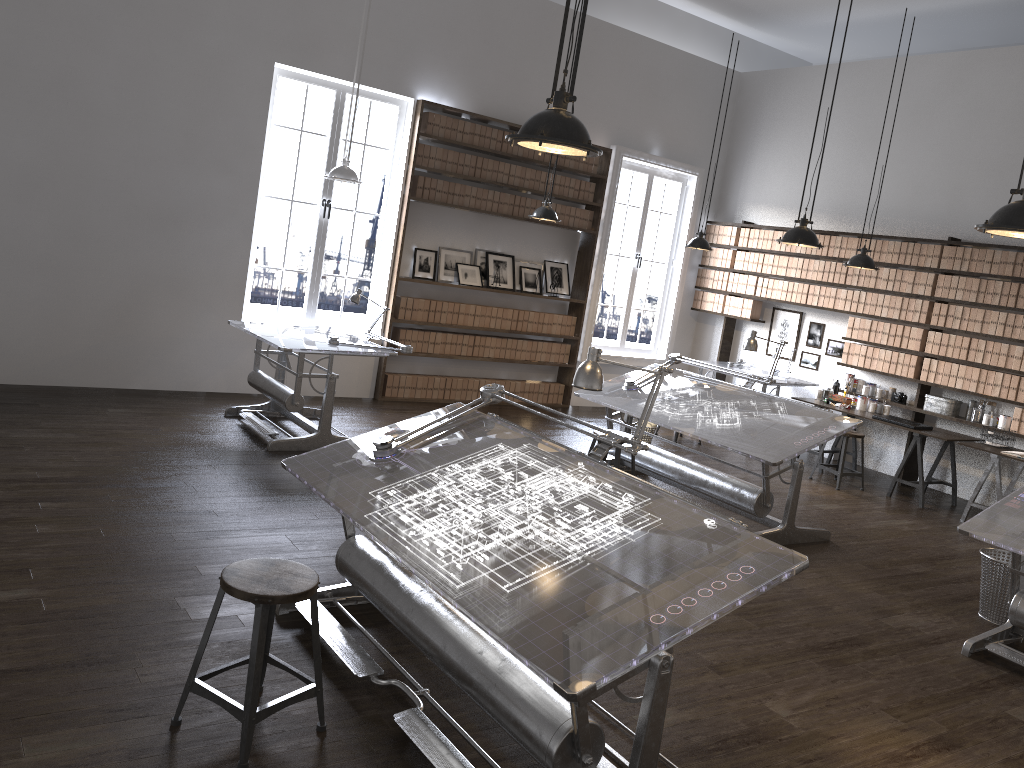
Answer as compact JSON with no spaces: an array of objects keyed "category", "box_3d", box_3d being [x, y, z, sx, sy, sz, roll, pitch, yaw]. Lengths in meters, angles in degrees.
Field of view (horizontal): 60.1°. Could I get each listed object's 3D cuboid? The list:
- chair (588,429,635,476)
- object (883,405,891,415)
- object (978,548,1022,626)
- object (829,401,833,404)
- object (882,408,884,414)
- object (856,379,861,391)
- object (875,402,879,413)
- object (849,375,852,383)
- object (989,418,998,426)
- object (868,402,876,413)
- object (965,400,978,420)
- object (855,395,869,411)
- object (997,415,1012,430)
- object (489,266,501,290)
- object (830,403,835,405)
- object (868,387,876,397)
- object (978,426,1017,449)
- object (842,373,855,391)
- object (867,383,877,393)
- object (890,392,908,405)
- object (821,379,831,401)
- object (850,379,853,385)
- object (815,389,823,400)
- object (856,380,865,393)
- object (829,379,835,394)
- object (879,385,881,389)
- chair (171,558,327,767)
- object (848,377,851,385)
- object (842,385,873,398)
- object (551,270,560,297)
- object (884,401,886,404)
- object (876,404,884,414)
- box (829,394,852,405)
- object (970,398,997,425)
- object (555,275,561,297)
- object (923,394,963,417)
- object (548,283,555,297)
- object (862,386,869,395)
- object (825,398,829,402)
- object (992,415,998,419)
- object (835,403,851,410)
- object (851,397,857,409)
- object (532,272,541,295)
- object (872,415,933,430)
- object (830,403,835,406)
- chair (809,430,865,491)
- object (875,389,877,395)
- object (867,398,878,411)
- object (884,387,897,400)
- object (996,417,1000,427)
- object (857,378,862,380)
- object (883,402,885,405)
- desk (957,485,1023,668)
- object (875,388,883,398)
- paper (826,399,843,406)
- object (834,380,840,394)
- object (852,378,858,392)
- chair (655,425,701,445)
[{"category":"chair","box_3d":[0.692,0.615,6.310,0.360,0.525,0.372,13,8,32]},{"category":"object","box_3d":[3.727,0.261,8.809,0.062,0.094,0.062,11,7,13]},{"category":"object","box_3d":[2.892,1.202,5.181,0.352,0.376,0.355,7,7,-14]},{"category":"object","box_3d":[3.248,0.200,8.967,0.011,0.017,0.172,9,8,-4]},{"category":"object","box_3d":[3.704,0.255,8.894,0.053,0.080,0.055,5,8,-35]},{"category":"object","box_3d":[3.670,0.017,9.344,0.072,0.128,0.071,10,6,11]},{"category":"object","box_3d":[3.647,0.238,8.874,0.044,0.100,0.045,5,7,-36]},{"category":"object","box_3d":[3.450,0.023,9.074,0.021,0.227,0.007,7,6,-24]},{"category":"object","box_3d":[4.449,0.353,8.103,0.180,0.093,0.062,6,7,-22]},{"category":"object","box_3d":[3.596,0.235,8.839,0.062,0.094,0.062,10,6,4]},{"category":"object","box_3d":[4.350,0.249,8.391,0.079,0.187,0.079,13,7,33]},{"category":"object","box_3d":[3.526,0.194,8.919,0.104,0.141,0.105,3,9,-43]},{"category":"object","box_3d":[4.460,0.350,8.021,0.094,0.127,0.095,6,7,-29]},{"category":"object","box_3d":[-0.181,-1.142,9.493,0.174,0.259,0.040,5,7,-35]},{"category":"object","box_3d":[3.246,0.203,8.960,0.006,0.006,0.156,14,10,33]},{"category":"object","box_3d":[3.699,0.083,9.091,0.063,0.093,0.063,14,8,40]},{"category":"object","box_3d":[4.274,0.470,7.790,0.283,0.160,0.205,4,9,-35]},{"category":"object","box_3d":[3.534,-0.017,9.306,0.107,0.176,0.107,5,8,-34]},{"category":"object","box_3d":[3.734,0.057,9.212,0.094,0.127,0.095,8,7,-5]},{"category":"object","box_3d":[3.866,0.134,8.867,0.091,0.108,0.172,4,9,-35]},{"category":"object","box_3d":[3.259,0.064,9.176,0.068,0.228,0.069,5,7,-38]},{"category":"object","box_3d":[3.445,0.038,9.063,0.006,0.192,0.056,5,7,-36]},{"category":"object","box_3d":[3.199,0.109,9.231,0.068,0.104,0.069,5,7,-31]},{"category":"object","box_3d":[3.650,0.025,9.267,0.070,0.130,0.070,9,6,2]},{"category":"object","box_3d":[3.318,0.063,9.217,0.068,0.236,0.069,5,7,-38]},{"category":"object","box_3d":[3.774,0.071,9.113,0.004,0.133,0.030,8,6,-14]},{"category":"chair","box_3d":[-0.823,0.881,2.902,0.360,0.525,0.372,13,8,32]},{"category":"object","box_3d":[3.432,0.031,9.058,0.007,0.213,0.055,9,6,-1]},{"category":"object","box_3d":[3.563,0.081,9.105,0.344,0.145,0.077,7,6,-13]},{"category":"object","box_3d":[0.486,-1.130,9.988,0.118,0.303,0.040,5,7,-35]},{"category":"object","box_3d":[3.720,0.230,8.871,0.004,0.133,0.030,5,7,-40]},{"category":"object","box_3d":[3.662,0.249,8.819,0.063,0.093,0.063,11,7,13]},{"category":"box","box_3d":[3.382,0.167,9.101,0.137,0.083,0.213,4,10,-35]},{"category":"object","box_3d":[4.373,0.228,8.226,0.182,0.270,0.156,14,8,38]},{"category":"object","box_3d":[0.524,-1.113,10.052,0.110,0.260,0.040,5,7,-35]},{"category":"object","box_3d":[4.146,0.207,8.532,0.192,0.151,0.319,4,9,-36]},{"category":"object","box_3d":[0.446,-1.058,9.931,0.066,0.165,0.040,5,7,-35]},{"category":"object","box_3d":[3.649,0.067,9.138,0.062,0.094,0.062,14,8,40]},{"category":"object","box_3d":[3.250,0.167,9.128,0.049,0.037,0.049,3,9,-39]},{"category":"object","box_3d":[4.439,0.341,8.148,0.063,0.093,0.063,11,7,16]},{"category":"object","box_3d":[3.318,0.212,8.882,0.132,0.050,0.198,8,8,-6]},{"category":"object","box_3d":[3.455,0.191,8.951,0.049,0.111,0.050,4,8,-39]},{"category":"object","box_3d":[0.282,-1.118,9.837,0.123,0.259,0.040,5,7,-35]},{"category":"object","box_3d":[3.659,0.360,8.302,0.311,0.033,0.449,3,10,-35]},{"category":"object","box_3d":[3.243,0.204,8.980,0.005,0.005,0.158,9,8,-2]},{"category":"chair","box_3d":[3.094,0.699,8.314,0.357,0.525,0.374,6,7,-27]},{"category":"object","box_3d":[3.769,0.097,9.139,0.054,0.080,0.054,8,6,-8]},{"category":"object","box_3d":[3.639,0.214,8.942,0.094,0.127,0.095,5,8,-32]},{"category":"object","box_3d":[3.829,0.119,8.974,0.107,0.161,0.236,11,8,20]},{"category":"object","box_3d":[4.452,0.351,8.092,0.044,0.100,0.045,5,7,-33]},{"category":"object","box_3d":[3.679,0.007,9.419,0.070,0.130,0.070,10,6,11]},{"category":"object","box_3d":[3.711,0.228,8.874,0.005,0.117,0.036,4,7,-41]},{"category":"desk","box_3d":[3.343,0.924,4.091,1.074,1.379,2.085,4,9,-35]},{"category":"object","box_3d":[3.753,0.097,9.052,0.062,0.094,0.062,14,8,40]},{"category":"paper","box_3d":[3.261,0.189,9.002,0.156,0.038,0.137,16,11,39]},{"category":"object","box_3d":[3.386,0.071,9.266,0.068,0.228,0.069,5,7,-38]},{"category":"object","box_3d":[3.608,0.010,9.323,0.051,0.139,0.050,5,7,-38]},{"category":"chair","box_3d":[1.793,0.339,9.337,0.357,0.525,0.374,6,7,-27]}]
